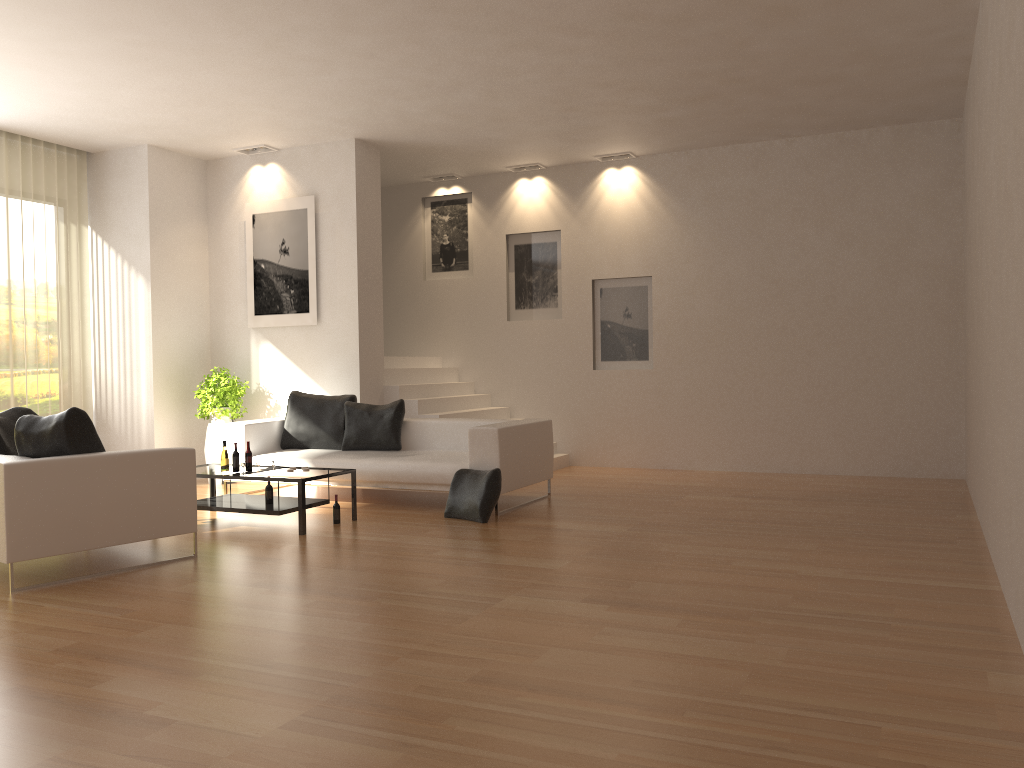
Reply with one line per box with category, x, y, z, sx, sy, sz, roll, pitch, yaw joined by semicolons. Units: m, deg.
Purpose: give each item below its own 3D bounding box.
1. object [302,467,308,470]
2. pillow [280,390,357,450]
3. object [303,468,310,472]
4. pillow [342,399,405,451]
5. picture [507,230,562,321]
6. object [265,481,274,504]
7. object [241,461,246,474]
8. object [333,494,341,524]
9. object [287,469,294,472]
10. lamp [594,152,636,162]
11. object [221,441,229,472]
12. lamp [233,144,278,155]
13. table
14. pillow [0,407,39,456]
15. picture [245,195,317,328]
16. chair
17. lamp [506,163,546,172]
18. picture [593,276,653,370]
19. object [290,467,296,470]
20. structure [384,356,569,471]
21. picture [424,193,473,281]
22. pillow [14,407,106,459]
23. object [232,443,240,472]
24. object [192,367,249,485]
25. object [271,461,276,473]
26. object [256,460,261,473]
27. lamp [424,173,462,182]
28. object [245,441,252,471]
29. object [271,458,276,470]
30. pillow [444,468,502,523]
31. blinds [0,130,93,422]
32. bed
object;-1.711;0.695;7.322;0.052;0.021;0.052;-1;1;3
pillow;-1.981;0.397;9.137;0.755;0.666;0.346;-1;1;11
object;-1.667;0.697;7.187;0.052;0.021;0.052;-1;1;3
pillow;-1.383;0.416;8.882;0.628;0.524;0.270;-1;1;9
picture;0.298;-1.373;11.321;0.802;1.155;0.005;0;1;25
object;-1.985;0.875;7.249;0.065;0.217;0.065;-1;1;7
object;-2.173;0.673;7.171;0.039;0.101;0.039;-1;1;-23
object;-1.429;1.023;7.224;0.059;0.244;0.059;-1;1;2
object;-1.788;0.700;7.156;0.052;0.021;0.052;-2;1;-42
lamp;1.238;-2.795;10.627;0.446;0.166;0.243;0;1;25
object;-2.384;0.600;7.360;0.068;0.257;0.067;0;1;43
lamp;-2.894;-2.715;10.005;0.446;0.166;0.243;0;1;25
table;-2.147;0.950;7.371;1.566;0.460;0.709;0;1;25
pillow;-3.578;0.468;6.386;0.291;0.598;0.660;-1;1;14
picture;-2.616;-1.368;10.021;0.979;1.431;0.004;0;1;25
chair;-3.124;0.810;6.087;1.671;0.761;1.262;0;1;40
lamp;0.174;-2.786;11.124;0.446;0.166;0.243;0;1;25
picture;1.365;-0.732;10.840;0.802;1.155;0.005;0;1;25
object;-1.804;0.697;7.303;0.052;0.021;0.052;-1;1;3
structure;-1.776;0.365;11.249;4.625;1.403;1.839;0;1;25
picture;-0.841;-1.961;11.837;0.802;1.155;0.005;0;1;25
pillow;-2.857;0.475;5.666;0.506;0.666;0.324;-1;1;15
object;-2.279;0.606;7.318;0.059;0.244;0.059;0;1;25
object;-3.263;0.460;9.999;0.570;1.324;0.631;0;1;40
object;-1.923;0.669;7.157;0.039;0.101;0.039;-1;1;-17
object;-2.064;0.671;7.217;0.039;0.101;0.039;-1;1;-17
lamp;-0.905;-2.778;11.627;0.446;0.166;0.243;0;1;25
object;-2.192;0.602;7.380;0.057;0.248;0.057;0;1;43
object;-1.986;0.666;7.378;0.039;0.101;0.039;-1;1;-17
pillow;-0.302;0.924;7.385;0.503;0.457;0.340;0;1;43
blinds;-5.121;-0.801;9.454;0.143;3.861;1.409;-1;1;22
bed;-1.252;0.731;8.646;3.075;0.761;1.262;0;1;25
